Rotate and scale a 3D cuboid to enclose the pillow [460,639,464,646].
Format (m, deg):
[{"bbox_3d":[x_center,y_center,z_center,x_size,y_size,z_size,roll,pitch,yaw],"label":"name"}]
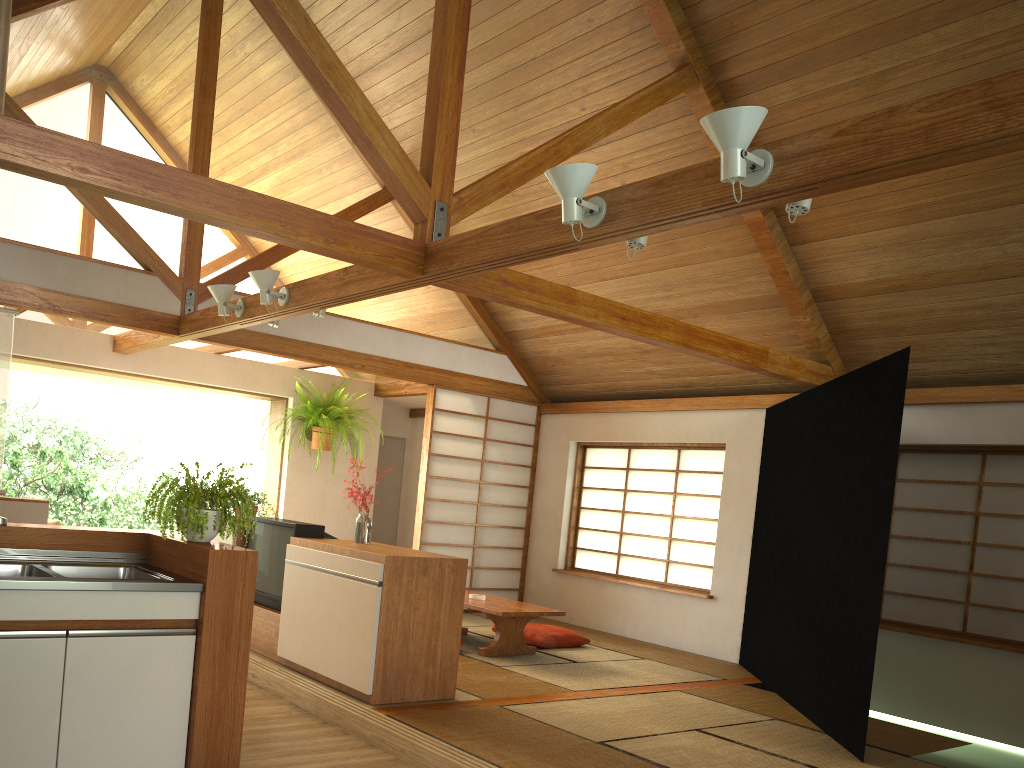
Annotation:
[{"bbox_3d":[-0.709,1.753,6.104,0.599,0.148,0.524,-2,-10,45],"label":"pillow"}]

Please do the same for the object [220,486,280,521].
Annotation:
[{"bbox_3d":[-1.974,0.928,6.395,0.508,0.376,0.563,4,-5,11],"label":"object"}]

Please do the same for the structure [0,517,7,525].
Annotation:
[{"bbox_3d":[-2.032,0.440,3.273,0.232,0.175,0.420,7,-6,-22],"label":"structure"}]

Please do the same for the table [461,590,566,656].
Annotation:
[{"bbox_3d":[-0.273,1.737,6.406,0.567,0.335,1.281,10,-8,-39],"label":"table"}]

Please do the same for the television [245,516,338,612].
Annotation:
[{"bbox_3d":[-1.336,1.137,5.523,0.462,0.539,0.682,7,-4,-39],"label":"television"}]

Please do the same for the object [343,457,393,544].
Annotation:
[{"bbox_3d":[-0.861,0.670,5.045,0.224,0.501,0.238,5,0,-33],"label":"object"}]

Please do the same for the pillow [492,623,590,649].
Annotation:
[{"bbox_3d":[0.215,1.946,6.816,0.525,0.131,0.598,11,-9,-39],"label":"pillow"}]

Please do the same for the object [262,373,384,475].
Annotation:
[{"bbox_3d":[-1.779,0.411,8.607,1.123,1.128,1.200,3,-4,44],"label":"object"}]

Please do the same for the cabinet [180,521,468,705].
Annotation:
[{"bbox_3d":[-1.375,1.307,5.512,0.524,0.737,2.823,7,-6,-40],"label":"cabinet"}]

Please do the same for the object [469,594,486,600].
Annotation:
[{"bbox_3d":[-0.252,1.550,6.373,0.125,0.030,0.114,2,-8,25],"label":"object"}]

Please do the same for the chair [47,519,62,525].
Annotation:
[{"bbox_3d":[-4.026,1.599,8.327,0.842,0.626,1.183,3,-6,25],"label":"chair"}]

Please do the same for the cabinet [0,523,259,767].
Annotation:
[{"bbox_3d":[-2.312,0.891,2.883,2.624,0.879,0.893,11,-6,-38],"label":"cabinet"}]

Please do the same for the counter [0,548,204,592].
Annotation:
[{"bbox_3d":[-2.298,0.603,2.745,2.436,0.168,0.657,11,-9,-38],"label":"counter"}]

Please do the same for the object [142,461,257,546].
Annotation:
[{"bbox_3d":[-1.248,0.476,3.539,0.439,0.351,0.513,6,-5,-14],"label":"object"}]
